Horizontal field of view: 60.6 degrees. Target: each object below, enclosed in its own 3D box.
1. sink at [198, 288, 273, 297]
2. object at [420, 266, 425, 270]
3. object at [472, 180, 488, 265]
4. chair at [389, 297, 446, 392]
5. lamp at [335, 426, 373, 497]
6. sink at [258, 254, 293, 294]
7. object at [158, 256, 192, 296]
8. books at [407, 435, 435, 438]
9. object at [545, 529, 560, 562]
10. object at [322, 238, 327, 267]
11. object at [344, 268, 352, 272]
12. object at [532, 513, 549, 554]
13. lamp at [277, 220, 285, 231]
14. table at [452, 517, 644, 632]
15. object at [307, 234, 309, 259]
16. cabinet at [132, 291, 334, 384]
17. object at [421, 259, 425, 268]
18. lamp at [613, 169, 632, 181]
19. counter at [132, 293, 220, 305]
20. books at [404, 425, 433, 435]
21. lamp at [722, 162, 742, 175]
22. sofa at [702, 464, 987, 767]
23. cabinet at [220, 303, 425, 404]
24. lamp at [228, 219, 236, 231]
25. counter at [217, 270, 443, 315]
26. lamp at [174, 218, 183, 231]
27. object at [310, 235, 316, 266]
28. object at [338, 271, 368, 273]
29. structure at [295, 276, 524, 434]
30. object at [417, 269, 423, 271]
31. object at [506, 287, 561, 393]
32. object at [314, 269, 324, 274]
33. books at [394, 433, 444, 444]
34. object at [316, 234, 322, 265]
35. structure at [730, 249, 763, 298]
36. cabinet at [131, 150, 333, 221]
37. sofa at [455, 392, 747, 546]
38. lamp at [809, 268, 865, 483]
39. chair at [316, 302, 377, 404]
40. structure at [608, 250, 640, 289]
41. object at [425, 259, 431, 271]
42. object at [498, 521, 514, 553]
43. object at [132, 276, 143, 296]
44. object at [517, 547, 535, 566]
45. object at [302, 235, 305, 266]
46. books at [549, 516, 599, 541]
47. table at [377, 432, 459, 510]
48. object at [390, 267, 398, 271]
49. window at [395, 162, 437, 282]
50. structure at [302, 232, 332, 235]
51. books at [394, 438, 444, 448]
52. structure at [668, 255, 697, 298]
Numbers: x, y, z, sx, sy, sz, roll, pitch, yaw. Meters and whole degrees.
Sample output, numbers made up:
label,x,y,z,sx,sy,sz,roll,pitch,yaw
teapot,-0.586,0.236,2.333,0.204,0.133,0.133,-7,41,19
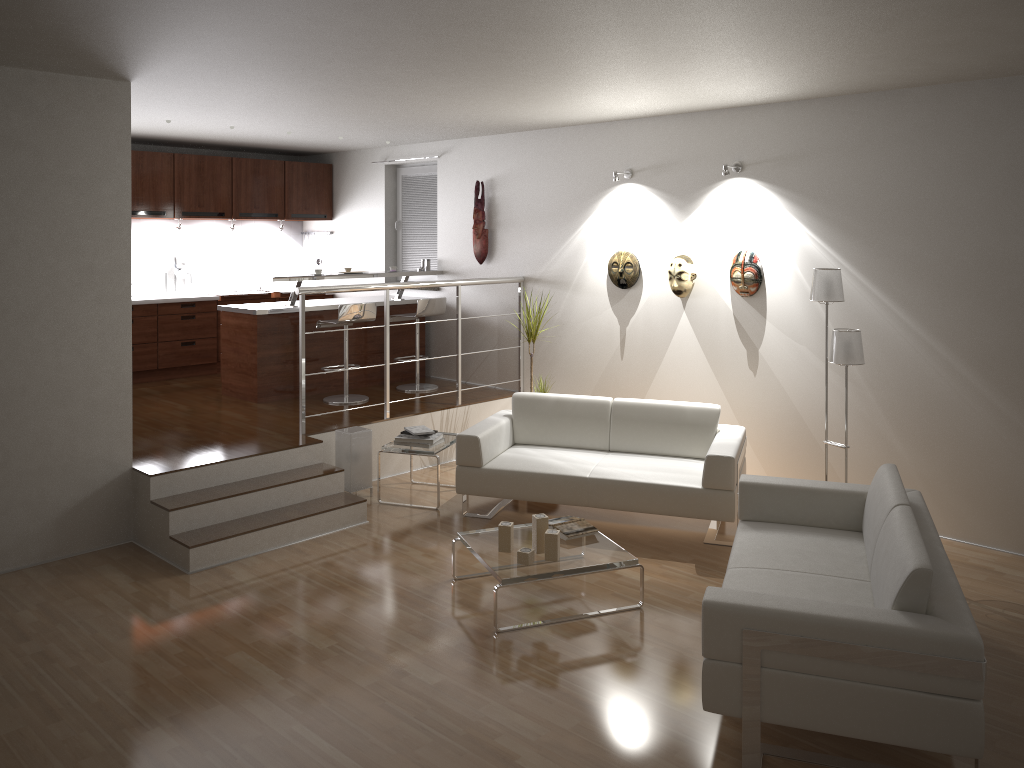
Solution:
label,x,y,z,sx,sy,sz,roll,pitch,yaw
sink,-2.980,-0.910,9.400,0.604,0.198,0.604,8,12,43
object,-0.884,-1.141,8.632,0.051,0.045,0.051,0,6,1
object,-0.295,-1.507,8.180,0.151,0.785,0.151,0,1,-1
chair,-0.866,-0.381,8.099,0.427,0.843,0.388,2,3,40
lamp,-1.129,0.566,6.265,0.199,0.478,0.193,2,3,44
sink,-2.523,-1.179,9.870,0.603,0.575,0.676,5,8,44
object,-3.486,-1.131,9.104,0.164,0.403,0.331,2,4,44
books,-0.656,0.356,6.195,0.216,0.014,0.153,2,10,13
object,0.202,0.801,4.381,0.067,0.150,0.067,1,2,14
object,-2.130,-1.518,9.944,0.071,0.380,0.024,1,1,44
object,-1.493,-1.042,8.016,0.141,0.041,0.130,-9,12,-44
object,0.145,0.760,4.485,0.067,0.195,0.067,-1,2,-21
lamp,-2.532,-1.738,9.603,0.080,0.124,0.081,0,3,-6
table,0.168,0.967,4.579,0.795,0.247,0.709,-3,9,-21
object,-2.380,-1.563,10.197,0.033,0.375,0.008,1,1,44
cabinet,-3.460,-0.491,8.886,0.683,0.792,3.526,4,10,44
object,-0.878,-1.183,8.694,0.052,0.109,0.053,1,3,28
lamp,0.871,-1.667,6.985,0.080,0.107,0.192,4,8,44
counter,-3.947,-0.786,8.379,0.685,0.039,2.116,9,13,43
books,-0.656,0.327,6.195,0.152,0.014,0.219,-5,11,-26
lamp,1.575,-1.552,6.305,0.080,0.107,0.192,4,8,44
sofa,1.380,0.857,3.783,0.907,0.732,1.803,2,9,19
cabinet,-1.731,-0.360,8.256,0.636,0.744,1.860,4,9,44
lamp,-2.935,-1.668,9.186,0.080,0.124,0.081,0,3,-6
counter,-1.601,-0.898,8.280,0.844,0.315,2.116,8,12,43
lamp,-3.338,-1.597,8.769,0.080,0.124,0.081,0,3,-6
object,-2.298,-1.548,10.109,0.107,0.376,0.020,1,1,44
object,-1.456,-1.027,8.066,0.311,0.011,0.219,-9,13,-43
structure,-0.718,-0.304,7.051,0.057,1.043,2.339,1,6,44
object,-0.908,-1.129,8.637,0.051,0.019,0.051,-8,12,-43
object,0.158,-0.065,7.069,0.503,1.466,0.442,-1,2,-33
object,-1.694,-0.983,7.678,0.079,0.045,0.068,0,7,-2
books,-0.656,0.377,6.195,0.287,0.027,0.230,2,10,13
object,-2.203,-1.543,10.046,0.091,0.363,0.043,1,1,44
structure,1.666,-0.798,6.302,0.266,0.352,0.075,4,3,44
cabinet,-3.199,-2.043,9.163,0.654,0.630,2.736,5,10,44
sofa,0.611,0.510,5.825,1.784,0.735,0.916,3,7,19
lamp,1.967,0.135,5.310,0.209,1.662,0.366,0,1,-26
chair,-1.419,-0.283,7.527,0.389,0.843,0.427,-2,3,-42
structure,0.883,-0.920,7.051,0.318,0.314,0.069,5,4,44
object,-0.831,-1.178,8.659,0.052,0.111,0.053,1,3,28
object,-0.031,0.780,4.501,0.067,0.150,0.067,1,2,14
object,-3.891,-0.990,8.752,0.156,0.239,0.372,3,7,44
object,0.068,0.847,4.335,0.067,0.074,0.068,3,5,29
object,-2.438,-1.567,10.236,0.065,0.380,0.033,1,1,44
books,0.308,0.779,4.783,0.204,0.055,0.295,-5,11,-30
table,-0.629,0.602,6.288,0.465,0.397,0.556,2,7,19
object,-1.125,-1.092,8.322,0.079,0.045,0.068,-1,7,-9
window,-0.934,-1.658,9.084,0.846,1.260,0.142,3,3,44
structure,-2.258,-1.742,10.113,0.601,0.034,0.049,9,11,44
books,-0.656,0.404,6.195,0.288,0.027,0.229,4,10,23
structure,1.264,-0.815,6.649,0.244,0.327,0.130,4,4,45
